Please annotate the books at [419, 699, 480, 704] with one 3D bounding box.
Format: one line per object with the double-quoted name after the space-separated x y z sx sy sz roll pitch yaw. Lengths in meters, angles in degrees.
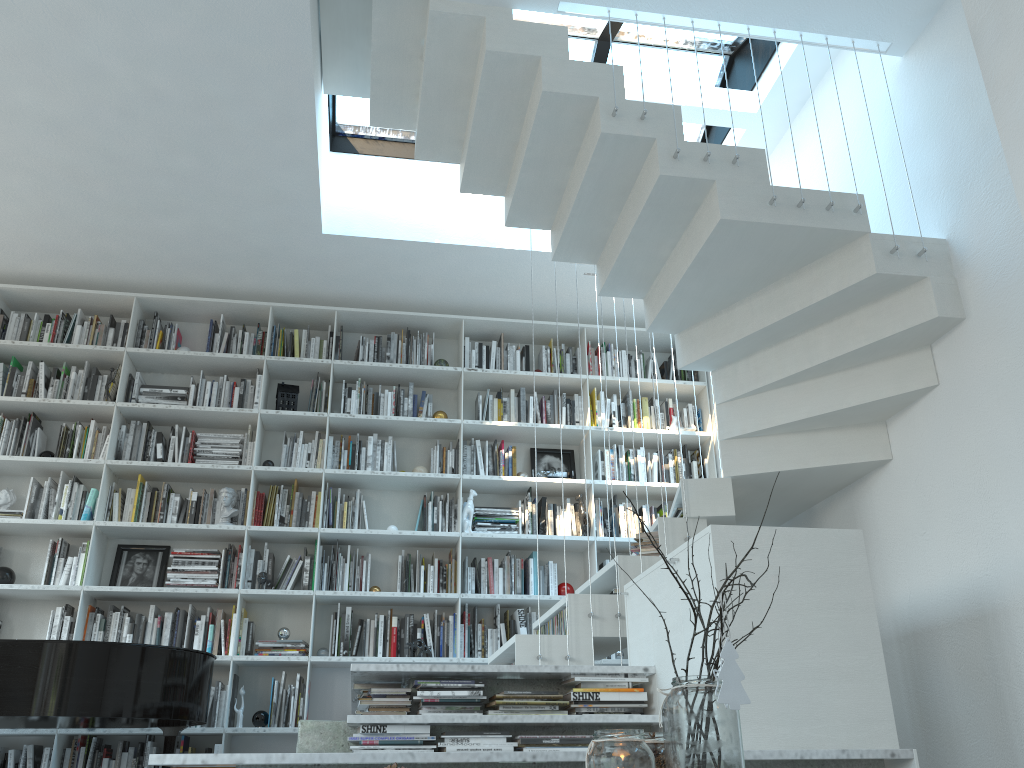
-0.229 1.157 3.223 0.210 0.012 0.169 3 -24 -8 "books"

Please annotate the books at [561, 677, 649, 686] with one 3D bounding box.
0.344 1.117 3.326 0.285 0.013 0.181 5 -25 -13 "books"

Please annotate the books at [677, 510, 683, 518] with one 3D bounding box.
0.916 0.669 4.456 0.174 0.009 0.241 0 -24 -1 "books"

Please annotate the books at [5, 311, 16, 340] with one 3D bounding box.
-3.173 -0.305 5.633 0.021 0.277 0.141 3 -24 -9 "books"

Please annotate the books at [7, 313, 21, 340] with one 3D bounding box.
-3.144 -0.300 5.615 0.031 0.253 0.146 3 -24 -9 "books"

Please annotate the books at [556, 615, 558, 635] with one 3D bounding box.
0.266 1.120 4.048 0.125 0.124 0.018 3 -24 -9 "books"

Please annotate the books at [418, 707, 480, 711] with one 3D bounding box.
-0.231 1.185 3.225 0.207 0.012 0.132 5 -24 -12 "books"

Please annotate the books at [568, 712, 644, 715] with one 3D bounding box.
0.342 1.230 3.298 0.259 0.009 0.153 5 -24 -12 "books"

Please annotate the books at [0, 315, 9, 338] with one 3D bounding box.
-3.218 -0.299 5.595 0.029 0.236 0.157 3 -24 -9 "books"

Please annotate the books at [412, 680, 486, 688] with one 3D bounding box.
-0.233 1.106 3.266 0.261 0.016 0.129 4 -24 -10 "books"

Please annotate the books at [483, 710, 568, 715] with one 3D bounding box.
0.046 1.213 3.261 0.293 0.014 0.134 5 -24 -12 "books"

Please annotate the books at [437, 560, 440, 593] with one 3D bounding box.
-0.462 1.215 5.464 0.016 0.230 0.139 3 -24 -9 "books"

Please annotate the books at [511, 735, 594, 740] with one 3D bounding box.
0.144 1.245 3.118 0.275 0.008 0.177 3 -24 -9 "books"

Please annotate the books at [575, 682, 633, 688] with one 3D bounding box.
0.342 1.138 3.328 0.192 0.024 0.168 1 -24 -4 "books"

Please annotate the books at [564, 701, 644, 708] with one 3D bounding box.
0.341 1.198 3.313 0.268 0.014 0.160 4 -24 -10 "books"

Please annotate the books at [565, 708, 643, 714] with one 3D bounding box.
0.341 1.221 3.308 0.262 0.016 0.132 5 -25 -13 "books"

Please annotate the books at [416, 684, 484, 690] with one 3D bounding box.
-0.229 1.109 3.243 0.228 0.009 0.159 5 -24 -12 "books"

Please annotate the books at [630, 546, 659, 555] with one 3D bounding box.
0.715 0.772 4.139 0.295 0.006 0.147 -11 -26 23 "books"

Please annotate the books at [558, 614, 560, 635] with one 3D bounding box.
0.274 1.101 4.006 0.125 0.125 0.010 3 -24 -9 "books"

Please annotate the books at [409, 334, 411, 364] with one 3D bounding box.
-0.696 -0.176 6.000 0.006 0.287 0.156 3 -24 -9 "books"

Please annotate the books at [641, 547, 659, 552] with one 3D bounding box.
0.715 0.782 4.135 0.215 0.014 0.139 -8 -25 16 "books"

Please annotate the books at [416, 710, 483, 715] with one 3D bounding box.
-0.230 1.194 3.216 0.227 0.012 0.149 4 -24 -11 "books"

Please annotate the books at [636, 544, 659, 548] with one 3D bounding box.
0.721 0.770 4.155 0.232 0.011 0.172 -12 -26 24 "books"

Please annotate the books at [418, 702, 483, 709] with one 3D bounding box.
-0.227 1.165 3.209 0.215 0.013 0.190 4 -24 -10 "books"

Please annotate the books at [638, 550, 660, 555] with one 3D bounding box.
0.721 0.799 4.141 0.222 0.011 0.181 -10 -25 20 "books"

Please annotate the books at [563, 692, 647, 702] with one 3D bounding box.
0.343 1.174 3.314 0.284 0.030 0.177 3 -24 -8 "books"

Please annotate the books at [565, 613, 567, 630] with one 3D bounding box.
0.297 1.045 3.875 0.125 0.122 0.037 3 -24 -9 "books"

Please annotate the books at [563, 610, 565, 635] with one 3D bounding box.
0.290 1.061 3.916 0.125 0.124 0.008 3 -24 -9 "books"

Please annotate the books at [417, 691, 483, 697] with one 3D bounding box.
-0.226 1.129 3.215 0.230 0.015 0.191 1 -24 -4 "books"

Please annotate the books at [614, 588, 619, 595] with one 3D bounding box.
0.573 0.967 4.077 0.172 0.019 0.241 -7 -25 14 "books"

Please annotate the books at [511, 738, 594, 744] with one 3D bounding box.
0.153 1.253 3.106 0.287 0.018 0.191 4 -24 -10 "books"

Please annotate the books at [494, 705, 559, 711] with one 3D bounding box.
0.048 1.194 3.253 0.214 0.015 0.177 3 -24 -8 "books"

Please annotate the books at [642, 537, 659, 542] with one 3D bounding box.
0.721 0.745 4.168 0.184 0.016 0.180 -9 -25 17 "books"

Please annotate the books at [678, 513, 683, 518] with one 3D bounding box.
0.913 0.687 4.448 0.176 0.007 0.255 0 -24 -1 "books"

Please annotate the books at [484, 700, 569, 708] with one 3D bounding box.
0.051 1.174 3.245 0.273 0.014 0.188 5 -25 -13 "books"

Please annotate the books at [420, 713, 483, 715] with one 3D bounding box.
-0.227 1.201 3.197 0.216 0.015 0.178 4 -24 -11 "books"

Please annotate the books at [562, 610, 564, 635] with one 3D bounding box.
0.288 1.067 3.929 0.125 0.124 0.008 3 -24 -9 "books"

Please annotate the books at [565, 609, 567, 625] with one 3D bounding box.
0.298 1.041 3.868 0.125 0.123 0.034 3 -24 -9 "books"

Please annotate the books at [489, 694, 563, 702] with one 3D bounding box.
0.048 1.159 3.270 0.246 0.013 0.173 4 -24 -10 "books"

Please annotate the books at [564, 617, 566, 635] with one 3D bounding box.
0.292 1.057 3.907 0.125 0.125 0.011 3 -24 -9 "books"

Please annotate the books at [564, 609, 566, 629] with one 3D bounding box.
0.294 1.051 3.890 0.125 0.123 0.034 3 -24 -9 "books"

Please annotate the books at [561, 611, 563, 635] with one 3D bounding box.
0.284 1.077 3.951 0.125 0.125 0.010 3 -24 -9 "books"

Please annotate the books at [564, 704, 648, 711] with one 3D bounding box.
0.345 1.200 3.290 0.281 0.008 0.182 1 -24 -4 "books"

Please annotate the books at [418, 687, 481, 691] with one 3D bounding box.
-0.230 1.124 3.245 0.221 0.018 0.155 3 -24 -8 "books"

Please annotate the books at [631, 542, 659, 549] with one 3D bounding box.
0.715 0.756 4.146 0.295 0.007 0.146 -9 -25 19 "books"

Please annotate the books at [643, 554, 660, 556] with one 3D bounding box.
0.722 0.817 4.136 0.215 0.013 0.190 -10 -26 21 "books"

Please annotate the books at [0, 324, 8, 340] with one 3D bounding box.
-3.194 -0.267 5.602 0.024 0.182 0.134 3 -24 -9 "books"

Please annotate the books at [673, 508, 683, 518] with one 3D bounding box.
0.907 0.660 4.460 0.191 0.013 0.244 -1 -24 1 "books"

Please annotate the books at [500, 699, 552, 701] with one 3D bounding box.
0.047 1.172 3.270 0.179 0.010 0.161 2 -24 -7 "books"

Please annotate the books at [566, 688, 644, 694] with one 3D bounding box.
0.344 1.152 3.315 0.261 0.012 0.180 2 -24 -5 "books"

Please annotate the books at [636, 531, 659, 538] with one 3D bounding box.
0.718 0.720 4.172 0.234 0.025 0.158 -13 -27 25 "books"

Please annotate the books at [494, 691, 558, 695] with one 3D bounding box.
0.049 1.146 3.268 0.203 0.011 0.174 5 -25 -13 "books"

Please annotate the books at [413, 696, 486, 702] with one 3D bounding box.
-0.229 1.149 3.230 0.260 0.009 0.153 2 -24 -6 "books"

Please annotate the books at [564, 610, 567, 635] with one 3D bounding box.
0.296 1.048 3.883 0.125 0.122 0.035 3 -24 -9 "books"

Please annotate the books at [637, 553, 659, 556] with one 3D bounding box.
0.726 0.812 4.149 0.254 0.007 0.189 -8 -25 16 "books"

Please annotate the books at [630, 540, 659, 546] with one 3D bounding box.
0.715 0.749 4.148 0.295 0.007 0.146 -11 -26 23 "books"

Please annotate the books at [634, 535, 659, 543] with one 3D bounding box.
0.715 0.730 4.159 0.254 0.005 0.161 -10 -26 21 "books"
